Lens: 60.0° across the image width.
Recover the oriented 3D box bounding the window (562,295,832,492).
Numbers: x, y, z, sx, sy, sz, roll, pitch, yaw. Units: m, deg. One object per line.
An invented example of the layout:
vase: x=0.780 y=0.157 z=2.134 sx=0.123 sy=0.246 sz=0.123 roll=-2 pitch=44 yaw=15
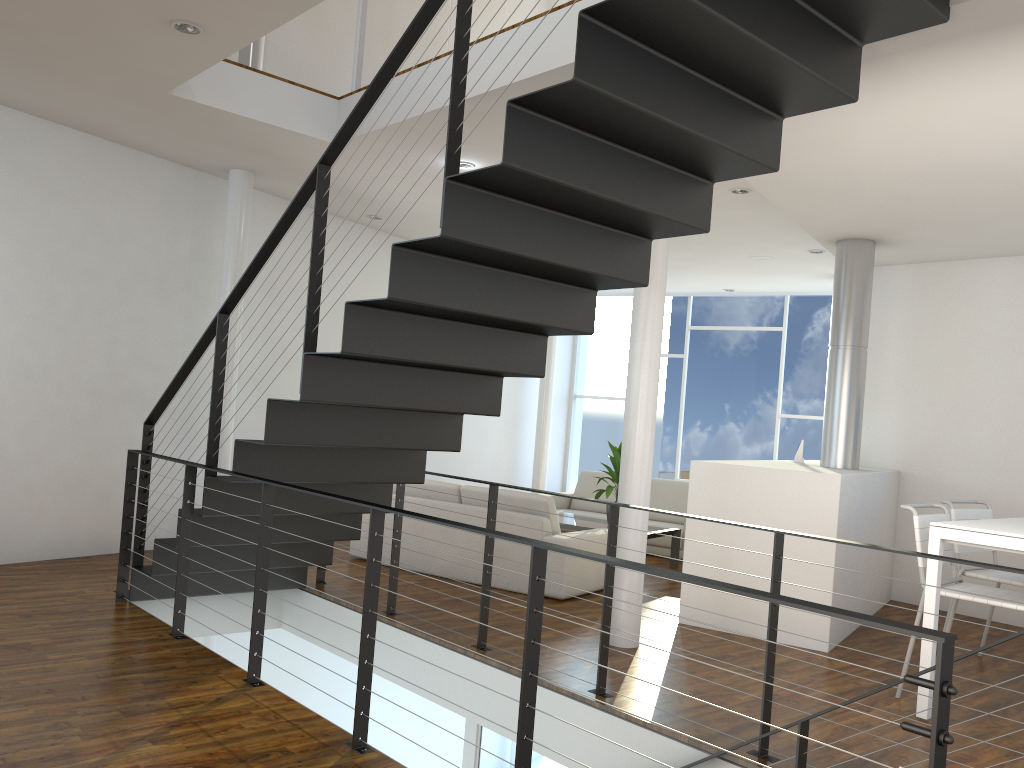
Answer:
window: x=2.228 y=-1.286 z=9.125 sx=3.412 sy=5.633 sz=0.090 roll=4 pitch=-1 yaw=32

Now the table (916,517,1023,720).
table: x=2.272 y=0.936 z=3.485 sx=1.402 sy=0.720 sz=0.699 roll=6 pitch=-2 yaw=-42

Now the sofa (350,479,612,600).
sofa: x=-0.160 y=0.909 z=5.646 sx=1.609 sy=0.565 sz=0.803 roll=3 pitch=-2 yaw=33

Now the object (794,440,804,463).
object: x=1.883 y=0.438 z=5.796 sx=0.061 sy=0.151 sz=0.100 roll=4 pitch=-1 yaw=19

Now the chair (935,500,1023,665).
chair: x=2.296 y=0.946 z=4.074 sx=0.428 sy=0.764 sz=0.555 roll=5 pitch=-1 yaw=-36

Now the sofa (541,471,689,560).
sofa: x=0.984 y=1.063 z=7.448 sx=1.609 sy=0.565 sz=0.803 roll=3 pitch=-2 yaw=33

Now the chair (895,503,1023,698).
chair: x=1.864 y=0.893 z=3.532 sx=0.555 sy=0.764 sz=0.428 roll=3 pitch=-1 yaw=45

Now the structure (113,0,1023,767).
structure: x=-0.103 y=0.631 z=3.034 sx=1.095 sy=6.295 sz=4.358 roll=5 pitch=-1 yaw=-42

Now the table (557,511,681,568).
table: x=0.360 y=1.127 z=6.557 sx=1.607 sy=0.284 sz=0.662 roll=3 pitch=-2 yaw=33

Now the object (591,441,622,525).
object: x=0.769 y=0.704 z=6.272 sx=0.432 sy=0.601 sz=0.458 roll=4 pitch=-1 yaw=17

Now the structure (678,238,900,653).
structure: x=1.984 y=0.261 z=5.575 sx=0.749 sy=2.205 sz=2.754 roll=4 pitch=-2 yaw=32
